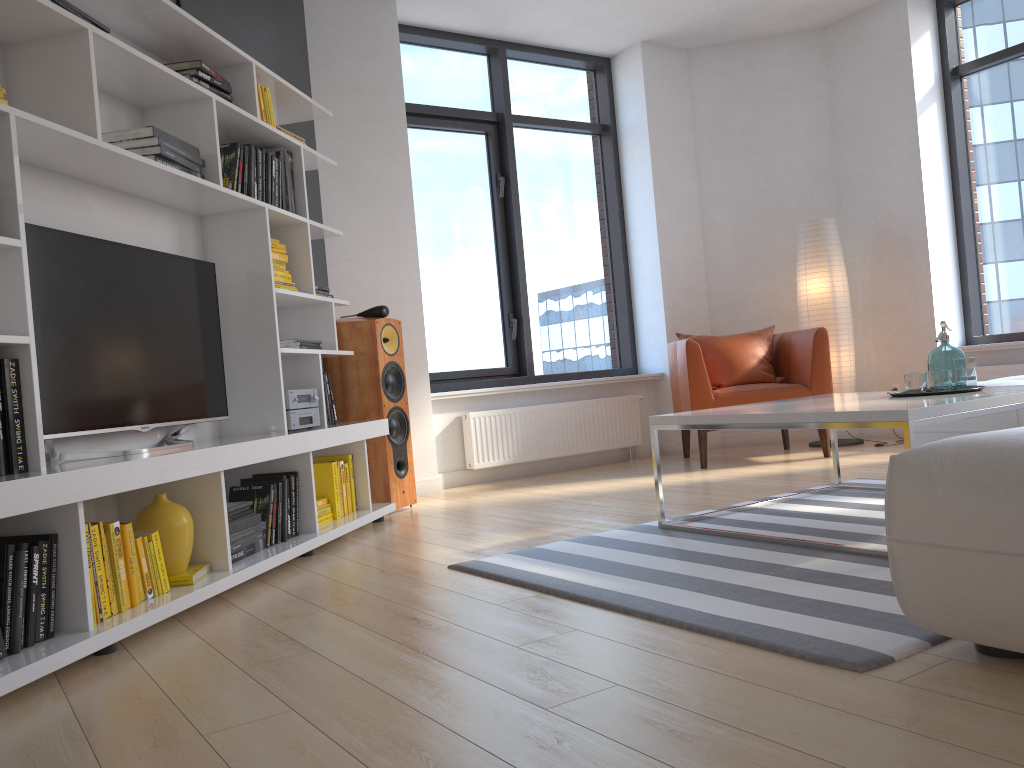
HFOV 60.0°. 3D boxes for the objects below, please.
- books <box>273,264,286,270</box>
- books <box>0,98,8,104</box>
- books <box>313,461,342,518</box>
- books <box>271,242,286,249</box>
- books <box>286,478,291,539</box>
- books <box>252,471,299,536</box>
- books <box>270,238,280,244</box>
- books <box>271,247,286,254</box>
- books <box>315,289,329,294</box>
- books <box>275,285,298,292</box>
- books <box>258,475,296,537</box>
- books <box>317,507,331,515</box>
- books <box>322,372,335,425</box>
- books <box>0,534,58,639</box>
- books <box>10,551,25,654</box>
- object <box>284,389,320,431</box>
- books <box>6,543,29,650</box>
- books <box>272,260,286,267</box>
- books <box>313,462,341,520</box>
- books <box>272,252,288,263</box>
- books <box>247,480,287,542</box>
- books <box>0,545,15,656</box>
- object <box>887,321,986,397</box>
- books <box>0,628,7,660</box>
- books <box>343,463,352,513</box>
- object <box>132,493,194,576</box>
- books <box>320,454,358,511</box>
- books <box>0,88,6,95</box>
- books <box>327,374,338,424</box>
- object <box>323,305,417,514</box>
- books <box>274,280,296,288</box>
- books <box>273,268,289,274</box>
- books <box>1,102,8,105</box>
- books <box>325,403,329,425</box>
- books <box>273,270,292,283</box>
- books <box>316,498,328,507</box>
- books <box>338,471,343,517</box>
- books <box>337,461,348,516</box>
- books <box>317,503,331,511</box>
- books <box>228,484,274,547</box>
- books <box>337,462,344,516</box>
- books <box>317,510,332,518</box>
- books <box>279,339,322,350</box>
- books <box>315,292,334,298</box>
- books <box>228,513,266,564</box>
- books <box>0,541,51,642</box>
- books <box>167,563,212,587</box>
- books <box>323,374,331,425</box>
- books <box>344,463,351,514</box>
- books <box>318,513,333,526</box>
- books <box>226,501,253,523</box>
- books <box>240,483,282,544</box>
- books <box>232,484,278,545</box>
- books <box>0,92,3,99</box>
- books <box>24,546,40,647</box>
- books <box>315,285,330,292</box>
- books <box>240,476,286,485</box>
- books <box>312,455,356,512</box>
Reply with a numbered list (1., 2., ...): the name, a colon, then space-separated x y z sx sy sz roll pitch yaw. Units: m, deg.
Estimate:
1. books: -1.111 -0.509 3.881 0.145 0.023 0.217 -5 0 16
2. books: -1.450 -0.749 2.310 0.148 0.011 0.196 -5 0 12
3. books: -0.883 0.486 4.051 0.199 0.263 0.015 -5 0 12
4. books: -1.128 -0.605 3.907 0.163 0.023 0.223 -5 0 16
5. books: -0.979 0.506 3.567 0.179 0.243 0.068 -5 0 11
6. books: -0.971 0.496 3.637 0.197 0.260 0.066 -5 0 12
7. books: -1.154 -0.626 3.902 0.163 0.023 0.223 -5 0 16
8. books: -1.131 -0.581 3.900 0.160 0.022 0.227 -5 0 28
9. books: -0.979 -0.432 4.241 0.142 0.015 0.198 -5 0 10
10. books: -1.092 -0.405 3.893 0.194 0.028 0.257 -5 0 17
11. books: -0.976 0.501 3.604 0.191 0.249 0.084 -5 0 12
12. books: -0.883 0.564 3.894 0.113 0.018 0.169 -5 0 13
13. books: -0.955 0.076 4.223 0.193 0.255 0.066 -5 0 11
14. books: -1.265 0.522 2.282 0.197 0.260 0.066 -5 0 12
15. books: -1.265 0.532 2.157 0.172 0.242 0.069 -5 0 13
16. object: -1.021 0.120 3.891 0.270 0.174 0.285 -5 0 12
17. books: -1.285 0.527 2.186 0.192 0.254 0.075 -5 0 11
18. books: -1.127 -0.528 3.896 0.171 0.019 0.239 -5 0 12
19. books: -0.887 0.489 4.021 0.198 0.255 0.044 -5 0 12
20. books: -1.125 -0.554 3.906 0.176 0.033 0.239 -5 0 15
21. books: -0.970 0.506 3.514 0.172 0.242 0.069 -5 0 13
22. books: -1.298 0.525 2.141 0.197 0.260 0.066 -5 0 12
23. object: 1.546 -0.098 3.260 0.330 0.265 0.330 -5 0 -9
24. books: -1.295 0.530 2.058 0.191 0.249 0.083 -5 0 12
25. books: -0.849 0.496 4.194 0.172 0.234 0.024 -5 0 12
26. object: -1.118 0.480 2.845 0.185 0.257 0.185 -5 0 -10
27. books: -0.854 0.479 4.251 0.213 0.270 0.025 -5 0 12
28. books: -1.448 -0.779 2.310 0.134 0.014 0.187 -5 0 12
29. books: -0.941 0.080 4.251 0.177 0.242 0.066 -5 0 12
30. object: -0.797 0.143 4.731 0.434 1.088 0.290 -5 0 27
31. books: -1.103 -0.430 3.891 0.203 0.024 0.257 -5 0 15
32. books: -1.127 -0.490 3.894 0.189 0.014 0.251 -5 0 15
33. books: -1.444 -0.727 2.309 0.147 0.033 0.190 -5 0 12
34. books: -0.961 0.085 4.172 0.170 0.236 0.049 -5 0 12
35. books: -1.110 -0.463 3.893 0.189 0.042 0.243 -5 0 12
36. books: -0.913 0.531 3.902 0.138 0.026 0.186 -5 0 12
37. books: -0.858 0.501 4.065 0.156 0.229 0.024 -5 0 12
38. books: -0.865 0.489 4.115 0.185 0.250 0.035 -5 0 12
39. books: -0.898 0.550 3.903 0.134 0.014 0.187 -5 0 12
40. books: -1.011 0.512 3.421 0.182 0.234 0.104 -5 0 12
41. books: -0.872 0.489 4.089 0.180 0.251 0.019 -5 0 12
42. books: -0.900 0.579 3.903 0.148 0.011 0.196 -5 0 12
43. books: -1.038 -0.168 4.063 0.250 0.047 0.310 -5 0 7
44. books: -0.975 -0.413 4.242 0.161 0.023 0.213 -5 0 15
45. books: -1.083 0.566 3.204 0.277 0.137 0.343 -5 0 7
46. books: -1.270 0.527 2.249 0.191 0.249 0.084 -5 0 12
47. books: -1.135 0.625 2.861 0.270 0.029 0.204 -5 0 -3
48. books: -0.950 0.081 4.192 0.169 0.242 0.050 -5 0 11
49. books: -0.851 0.496 4.167 0.172 0.234 0.024 -5 0 12
50. books: -0.894 0.602 3.901 0.147 0.033 0.190 -5 0 12
51. books: -1.114 0.476 3.203 0.250 0.047 0.310 -5 0 7
52. books: -0.989 0.510 3.482 0.169 0.233 0.081 -5 0 11
53. books: -1.009 0.513 3.455 0.187 0.234 0.096 -5 0 12
54. books: -1.433 -0.765 2.301 0.113 0.018 0.169 -5 0 13
55. books: -1.267 0.530 2.209 0.179 0.243 0.071 -5 0 11
56. books: -0.995 -0.450 4.247 0.161 0.023 0.213 -5 0 15
57. books: -0.991 0.500 3.542 0.192 0.254 0.075 -5 0 11
58. books: -0.851 0.478 4.223 0.204 0.270 0.029 -5 0 12
